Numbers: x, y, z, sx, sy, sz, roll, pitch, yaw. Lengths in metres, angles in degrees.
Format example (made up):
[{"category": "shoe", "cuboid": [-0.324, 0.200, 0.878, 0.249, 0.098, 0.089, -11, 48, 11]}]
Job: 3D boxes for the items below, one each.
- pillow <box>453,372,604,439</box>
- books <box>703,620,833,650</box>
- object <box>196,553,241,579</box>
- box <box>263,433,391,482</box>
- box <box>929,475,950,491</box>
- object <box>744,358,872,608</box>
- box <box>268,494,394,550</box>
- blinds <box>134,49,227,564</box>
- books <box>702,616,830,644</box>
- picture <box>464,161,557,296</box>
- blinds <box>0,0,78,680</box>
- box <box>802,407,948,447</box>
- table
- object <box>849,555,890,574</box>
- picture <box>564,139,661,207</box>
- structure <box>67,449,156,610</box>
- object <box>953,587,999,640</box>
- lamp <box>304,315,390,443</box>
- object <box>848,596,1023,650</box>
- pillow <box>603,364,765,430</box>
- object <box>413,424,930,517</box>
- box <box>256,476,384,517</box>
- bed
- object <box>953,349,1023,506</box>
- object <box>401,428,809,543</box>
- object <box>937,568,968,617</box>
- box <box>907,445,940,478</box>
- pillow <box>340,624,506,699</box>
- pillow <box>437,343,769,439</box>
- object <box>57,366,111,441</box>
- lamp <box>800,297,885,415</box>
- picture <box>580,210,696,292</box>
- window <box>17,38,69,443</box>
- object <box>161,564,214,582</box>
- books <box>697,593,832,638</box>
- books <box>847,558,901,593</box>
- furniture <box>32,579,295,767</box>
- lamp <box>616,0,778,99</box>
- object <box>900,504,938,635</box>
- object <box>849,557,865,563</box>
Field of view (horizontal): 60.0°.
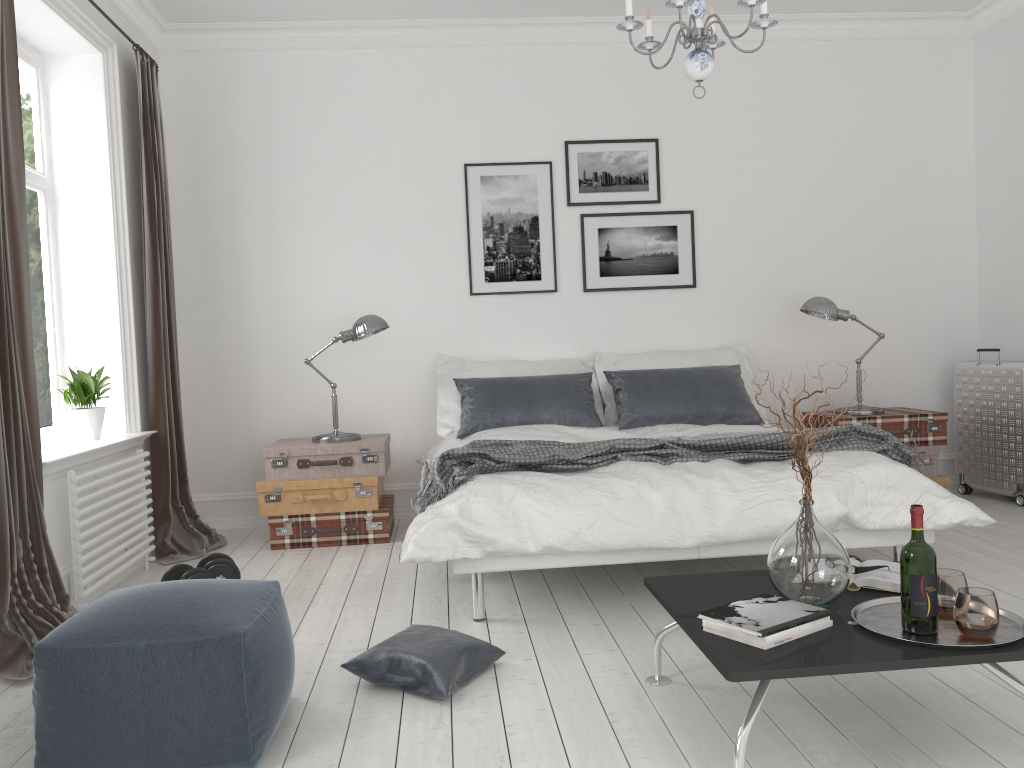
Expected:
[{"category": "pillow", "cuboid": [0.087, 0.118, 5.060, 0.837, 0.329, 0.405, -3, 2, -4]}, {"category": "books", "cuboid": [0.634, 0.598, 2.198, 0.259, 0.014, 0.191, -4, 3, -35]}, {"category": "object", "cuboid": [-1.297, 0.845, 3.907, 0.179, 0.179, 0.326, -4, 3, -24]}, {"category": "box", "cuboid": [-1.025, 0.413, 5.012, 0.647, 0.185, 0.537, -3, 2, -4]}, {"category": "box", "cuboid": [2.160, 0.629, 5.276, 0.647, 0.185, 0.537, -3, 2, -4]}, {"category": "object", "cuboid": [0.749, 0.261, 2.327, 0.291, 0.666, 0.313, -5, 3, -42]}, {"category": "box", "cuboid": [-1.005, 0.779, 5.033, 0.647, 0.185, 0.537, -3, 2, -4]}, {"category": "blinds", "cuboid": [-1.814, -0.435, 4.855, 0.327, 2.680, 0.779, -3, 2, -10]}, {"category": "books", "cuboid": [0.629, 0.585, 2.196, 0.254, 0.014, 0.191, -4, 3, -37]}, {"category": "picture", "cuboid": [-0.006, -0.966, 5.510, 0.545, 0.810, 0.015, -3, 2, -4]}, {"category": "blinds", "cuboid": [-1.708, -0.365, 3.120, 0.294, 2.681, 0.582, -2, 2, 3]}, {"category": "box", "cuboid": [2.143, 0.262, 5.264, 0.647, 0.185, 0.537, -3, 2, -4]}, {"category": "table", "cuboid": [0.846, 0.746, 2.358, 0.833, 0.313, 0.824, -3, 2, -4]}, {"category": "object", "cuboid": [1.003, 0.524, 2.579, 0.135, 0.030, 0.141, -3, 3, -20]}, {"category": "picture", "cuboid": [0.631, -1.323, 5.547, 0.592, 0.403, 0.015, -3, 2, -4]}, {"category": "structure", "cuboid": [-1.835, 0.671, 4.044, 0.114, 0.670, 0.887, -3, 2, -4]}, {"category": "object", "cuboid": [1.086, 0.537, 2.075, 0.095, 0.106, 0.095, -2, 2, 7]}, {"category": "lamp", "cuboid": [-0.920, -0.034, 5.002, 0.488, 0.699, 0.269, -3, 2, -4]}, {"category": "object", "cuboid": [0.963, 0.606, 2.257, 0.622, 0.063, 0.395, 0, 3, 45]}, {"category": "pillow", "cuboid": [0.978, 0.076, 5.119, 0.842, 0.339, 0.405, -3, 2, -4]}, {"category": "object", "cuboid": [0.656, 0.401, 3.733, 2.154, 0.377, 0.536, -3, 2, -2]}, {"category": "box", "cuboid": [-1.063, 0.598, 5.017, 0.647, 0.185, 0.537, -3, 2, -4]}, {"category": "bed", "cuboid": [0.595, 0.366, 4.374, 2.217, 0.926, 2.473, -3, 2, -4]}, {"category": "object", "cuboid": [2.913, 0.236, 5.298, 0.208, 0.902, 0.647, -3, 3, -14]}, {"category": "object", "cuboid": [0.611, 0.492, 4.106, 2.236, 0.500, 0.521, -3, 2, -1]}, {"category": "object", "cuboid": [1.104, 0.529, 2.246, 0.095, 0.106, 0.095, -2, 2, 7]}, {"category": "box", "cuboid": [2.095, 0.448, 5.263, 0.647, 0.185, 0.537, -3, 2, -4]}, {"category": "pillow", "cuboid": [-0.276, 0.865, 2.827, 0.381, 0.121, 0.391, -1, 3, 26]}, {"category": "pillow", "cuboid": [0.527, 0.036, 5.301, 1.965, 0.529, 0.465, -3, 2, -5]}, {"category": "object", "cuboid": [-2.066, 0.085, 4.296, 0.284, 0.369, 0.215, -4, 3, -26]}, {"category": "lamp", "cuboid": [1.957, -0.171, 5.222, 0.488, 0.699, 0.269, -3, 2, -4]}, {"category": "picture", "cuboid": [0.797, -0.835, 5.579, 0.720, 0.486, 0.015, -3, 2, -4]}, {"category": "window", "cuboid": [-2.264, -0.660, 3.955, 0.120, 1.956, 1.112, -3, 2, -4]}, {"category": "object", "cuboid": [-1.366, 0.856, 3.738, 0.326, 0.179, 0.179, 0, 3, 40]}, {"category": "books", "cuboid": [0.627, 0.571, 2.202, 0.257, 0.012, 0.207, -4, 3, -34]}, {"category": "books", "cuboid": [1.006, 0.553, 2.584, 0.342, 0.040, 0.231, -1, 3, 27]}, {"category": "furniture", "cuboid": [-0.931, 0.767, 2.434, 0.646, 0.423, 0.646, -3, 2, -3]}, {"category": "lamp", "cuboid": [0.657, -1.595, 3.193, 0.594, 1.123, 0.528, -3, 2, -4]}, {"category": "object", "cuboid": [0.975, 0.441, 2.127, 0.081, 0.303, 0.081, -2, 2, 12]}, {"category": "object", "cuboid": [1.317, 0.769, 3.521, 0.322, 0.127, 0.300, -3, 2, -4]}]
